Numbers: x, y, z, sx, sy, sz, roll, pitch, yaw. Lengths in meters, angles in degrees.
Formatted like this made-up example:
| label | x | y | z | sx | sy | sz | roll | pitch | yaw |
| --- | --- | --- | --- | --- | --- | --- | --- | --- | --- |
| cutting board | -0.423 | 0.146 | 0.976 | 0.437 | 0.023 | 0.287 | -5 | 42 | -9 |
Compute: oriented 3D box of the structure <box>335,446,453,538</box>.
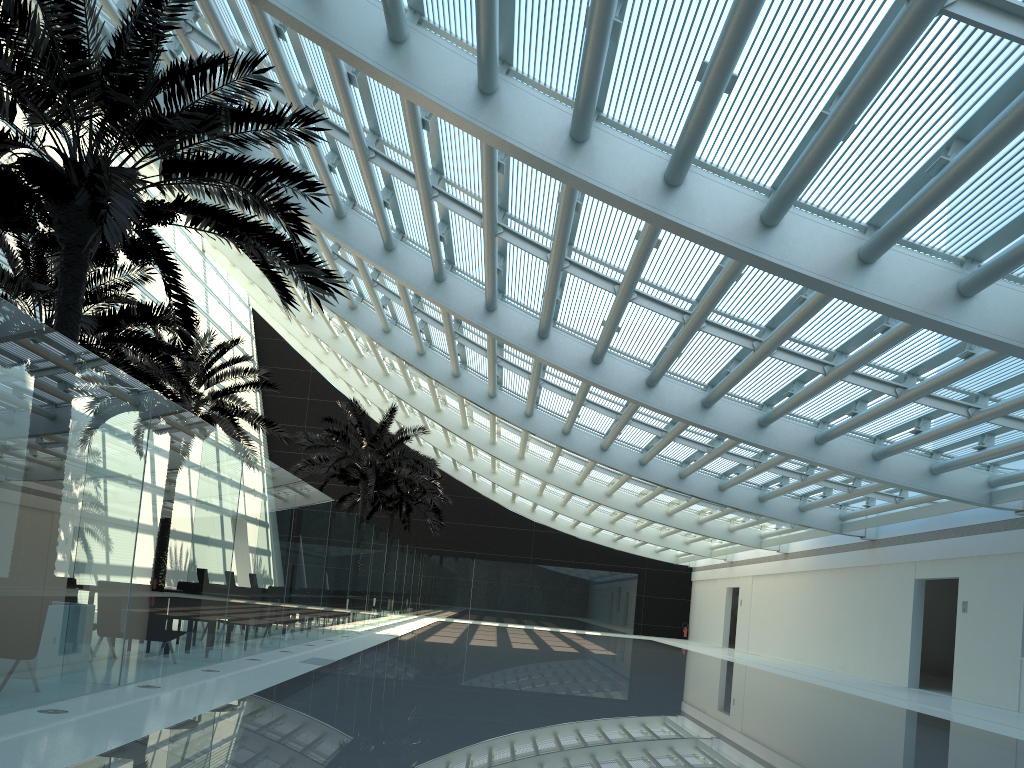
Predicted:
| label | x | y | z | sx | sy | sz | roll | pitch | yaw |
| --- | --- | --- | --- | --- | --- | --- | --- | --- | --- |
| structure | -4.843 | 5.976 | 35.727 | 4.497 | 6.851 | 4.880 | 8 | -7 | -22 |

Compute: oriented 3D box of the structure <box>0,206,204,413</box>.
| label | x | y | z | sx | sy | sz | roll | pitch | yaw |
| --- | --- | --- | --- | --- | --- | --- | --- | --- | --- |
| structure | -7.609 | 0.446 | 13.989 | 4.684 | 6.671 | 4.340 | 8 | -7 | -22 |

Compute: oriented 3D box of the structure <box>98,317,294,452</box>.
| label | x | y | z | sx | sy | sz | roll | pitch | yaw |
| --- | --- | --- | --- | --- | --- | --- | --- | --- | --- |
| structure | -7.924 | 1.877 | 20.022 | 4.284 | 6.730 | 4.746 | 1 | -8 | 33 |

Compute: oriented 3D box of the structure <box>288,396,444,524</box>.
| label | x | y | z | sx | sy | sz | roll | pitch | yaw |
| --- | --- | --- | --- | --- | --- | --- | --- | --- | --- |
| structure | -4.714 | 3.964 | 27.537 | 4.834 | 6.853 | 4.537 | 6 | -7 | -7 |

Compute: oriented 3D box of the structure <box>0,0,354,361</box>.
| label | x | y | z | sx | sy | sz | roll | pitch | yaw |
| --- | --- | --- | --- | --- | --- | --- | --- | --- | --- |
| structure | -4.347 | -0.758 | 8.287 | 4.808 | 6.853 | 4.561 | 3 | -7 | 18 |
